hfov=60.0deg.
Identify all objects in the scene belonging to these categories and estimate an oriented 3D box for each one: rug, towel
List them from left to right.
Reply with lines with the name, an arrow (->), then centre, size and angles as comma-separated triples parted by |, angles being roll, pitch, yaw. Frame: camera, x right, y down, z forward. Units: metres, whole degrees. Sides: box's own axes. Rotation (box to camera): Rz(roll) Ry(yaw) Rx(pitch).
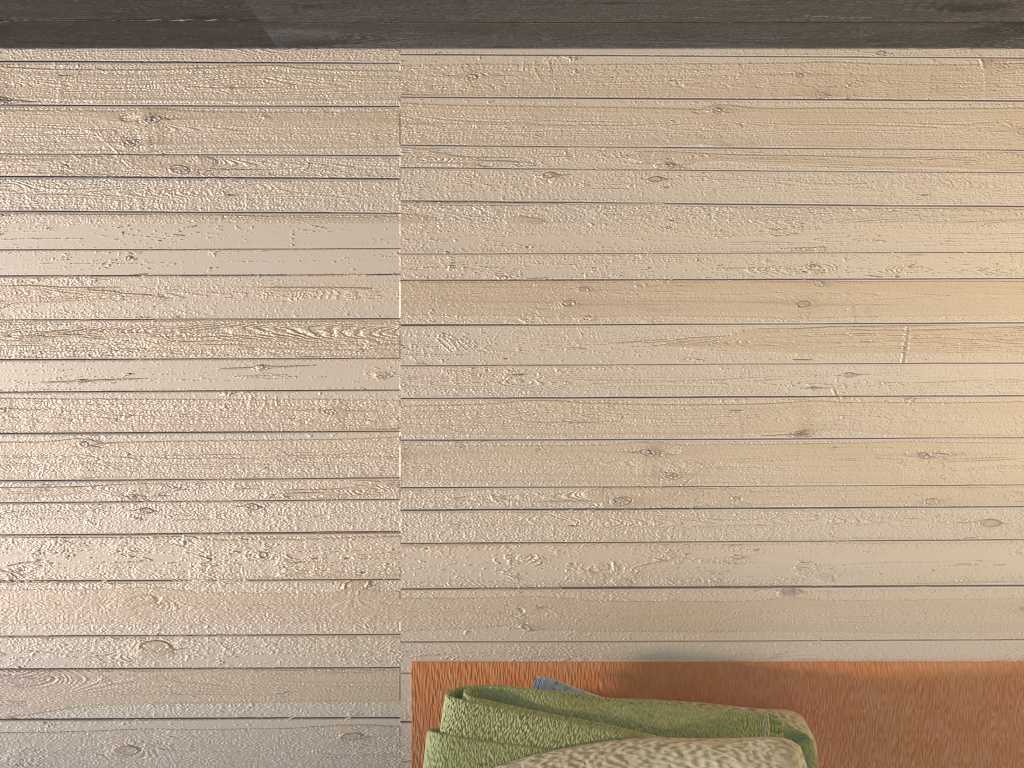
towel -> 0.094, 0.479, 0.803 | 0.371, 0.085, 0.376 | 5, 90, 0
towel -> 0.103, 0.503, 0.839 | 0.383, 0.078, 0.383 | 17, 90, 0
towel -> 0.121, 0.519, 0.864 | 0.367, 0.081, 0.380 | -2, 90, 0
towel -> 0.129, 0.500, 0.887 | 0.371, 0.044, 0.376 | -1, 90, 0
towel -> 0.112, 0.501, 0.748 | 0.373, 0.123, 0.384 | -16, 90, 0
rug -> 0.255, 1.675, 0.909 | 0.716, 0.002, 2.779 | 0, 90, 0
